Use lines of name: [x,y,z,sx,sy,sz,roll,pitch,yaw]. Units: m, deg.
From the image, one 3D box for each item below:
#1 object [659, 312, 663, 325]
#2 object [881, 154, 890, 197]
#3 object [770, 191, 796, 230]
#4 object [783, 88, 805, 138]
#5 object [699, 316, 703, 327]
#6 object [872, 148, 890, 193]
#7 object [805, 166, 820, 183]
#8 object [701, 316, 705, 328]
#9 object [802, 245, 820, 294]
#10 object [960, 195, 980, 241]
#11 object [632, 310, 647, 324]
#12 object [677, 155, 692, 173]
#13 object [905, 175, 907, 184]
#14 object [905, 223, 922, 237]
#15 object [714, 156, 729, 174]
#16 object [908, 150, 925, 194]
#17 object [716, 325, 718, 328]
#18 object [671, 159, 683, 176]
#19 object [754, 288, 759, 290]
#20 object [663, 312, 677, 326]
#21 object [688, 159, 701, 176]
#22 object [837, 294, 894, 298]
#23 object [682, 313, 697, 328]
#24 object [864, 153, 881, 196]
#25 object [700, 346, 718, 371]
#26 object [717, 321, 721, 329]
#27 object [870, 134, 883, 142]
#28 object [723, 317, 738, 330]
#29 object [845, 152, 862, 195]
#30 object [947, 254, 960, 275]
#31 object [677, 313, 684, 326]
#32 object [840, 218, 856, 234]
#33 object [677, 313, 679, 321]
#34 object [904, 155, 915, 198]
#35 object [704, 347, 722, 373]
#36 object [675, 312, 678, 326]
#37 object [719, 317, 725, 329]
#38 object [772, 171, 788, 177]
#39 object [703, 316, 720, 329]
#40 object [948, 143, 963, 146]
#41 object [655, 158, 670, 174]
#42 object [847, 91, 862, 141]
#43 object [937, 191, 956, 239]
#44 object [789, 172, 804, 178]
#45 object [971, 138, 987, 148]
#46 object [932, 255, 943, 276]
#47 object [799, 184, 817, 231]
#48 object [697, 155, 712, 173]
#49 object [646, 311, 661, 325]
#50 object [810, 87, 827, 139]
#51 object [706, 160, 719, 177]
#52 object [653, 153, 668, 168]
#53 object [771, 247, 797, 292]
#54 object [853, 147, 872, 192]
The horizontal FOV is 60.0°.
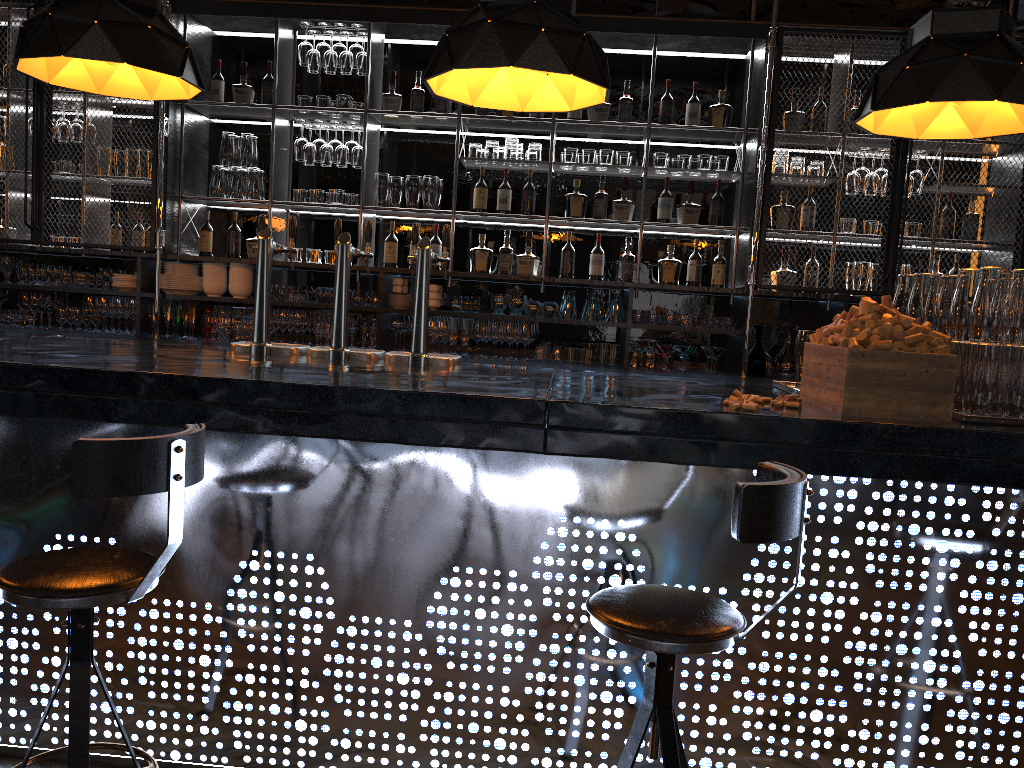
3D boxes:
object: [0.946,-0.403,5.458,0.084,0.082,0.084,4,5,1]
object: [2.283,-1.262,5.372,0.092,0.244,0.092,3,5,-2]
object: [1.637,-1.039,5.360,0.151,0.248,0.094,5,5,12]
object: [1.684,-1.620,5.294,0.123,0.279,0.123,5,5,12]
object: [1.206,-0.384,5.482,0.088,0.070,0.098,3,5,-12]
object: [2.173,-1.254,5.214,0.092,0.244,0.092,3,5,-2]
object: [1.842,-1.283,5.426,0.089,0.092,0.089,6,6,29]
object: [1.196,-0.375,5.383,0.088,0.070,0.098,6,6,27]
object: [1.819,-0.691,5.381,0.086,0.299,0.086,0,6,-37]
object: [2.738,-0.982,5.291,0.083,0.282,0.083,5,5,14]
object: [0.757,-0.399,5.280,0.084,0.082,0.084,3,5,-4]
object: [1.037,-1.327,5.345,0.089,0.092,0.089,4,5,3]
object: [2.272,-1.248,5.208,0.092,0.244,0.092,3,5,-2]
object: [2.386,-0.909,5.278,0.089,0.092,0.089,3,5,-12]
object: [1.250,-1.310,5.300,0.089,0.092,0.089,3,5,-11]
object: [2.375,-1.241,5.201,0.092,0.244,0.092,3,5,-2]
object: [1.307,-0.382,5.531,0.098,0.070,0.088,4,5,5]
object: [1.025,-1.341,5.489,0.089,0.092,0.089,3,5,-11]
object: [1.470,-0.715,5.407,0.086,0.298,0.086,0,6,-37]
object: [0.935,-0.386,5.265,0.084,0.082,0.084,6,5,21]
object: [1.128,-1.332,5.458,0.089,0.092,0.089,3,5,-11]
object: [2.187,-0.520,5.312,0.437,0.019,0.273,4,5,4]
object: [1.054,-0.379,5.257,0.084,0.082,0.084,2,5,-14]
object: [2.184,-1.268,5.378,0.092,0.244,0.092,3,5,-2]
object: [1.222,-0.156,5.522,0.107,0.152,0.107,4,5,9]
object: [1.296,-0.373,5.430,0.098,0.070,0.088,-1,7,-40]
object: [2.202,-1.587,5.277,0.123,0.279,0.123,4,5,7]
object: [1.285,-0.356,5.230,0.088,0.070,0.098,5,5,13]
object: [2.075,-1.276,5.385,0.092,0.244,0.092,3,5,-2]
object: [2.666,-0.632,5.339,0.086,0.298,0.086,0,6,-37]
object: [1.042,-0.388,5.356,0.084,0.082,0.084,4,5,10]
object: [1.989,-0.933,5.261,0.089,0.092,0.089,3,5,-12]
object: [1.001,-0.406,5.529,0.084,0.082,0.084,8,7,43]
object: [2.386,-1.255,5.365,0.092,0.244,0.092,3,5,-2]
object: [1.217,-0.144,5.393,0.107,0.152,0.107,5,5,18]
object: [0.960,-0.393,5.361,0.084,0.082,0.084,7,6,31]
object: [1.289,-0.364,5.328,0.098,0.070,0.088,7,6,30]
object: [1.594,-1.285,5.266,0.089,0.092,0.089,6,6,29]
object: [1.188,-0.367,5.286,0.088,0.070,0.098,8,7,39]
object: [2.640,-1.558,5.248,0.083,0.282,0.083,5,5,19]
object: [0.924,-1.345,5.462,0.089,0.092,0.089,-1,7,-42]
object: [2.047,-1.600,5.285,0.083,0.282,0.083,4,5,4]
object: [2.604,-1.000,5.301,0.086,0.299,0.086,0,6,-37]
object: [1.700,-1.280,5.284,0.089,0.092,0.089,6,6,29]
object: [2.782,-1.560,5.266,0.086,0.298,0.086,0,6,-32]
object: [2.540,-0.633,5.334,0.083,0.282,0.083,3,5,-11]
object: [1.793,-1.055,5.362,0.086,0.298,0.086,0,6,-37]
object: [1.149,-1.316,5.300,0.089,0.092,0.089,8,7,43]
object: [0.838,-0.393,5.272,0.084,0.082,0.084,4,5,4]
object: [1.836,-1.622,5.300,0.086,0.297,0.086,0,6,-37]
object: [1.238,-1.325,5.464,0.089,0.092,0.089,8,7,43]
object: [0.891,-1.335,5.324,0.089,0.092,0.089,3,5,-11]
object: [1.648,-0.690,5.376,0.123,0.279,0.123,3,5,-7]
object: [2.064,-1.262,5.221,0.092,0.244,0.092,3,5,-2]
